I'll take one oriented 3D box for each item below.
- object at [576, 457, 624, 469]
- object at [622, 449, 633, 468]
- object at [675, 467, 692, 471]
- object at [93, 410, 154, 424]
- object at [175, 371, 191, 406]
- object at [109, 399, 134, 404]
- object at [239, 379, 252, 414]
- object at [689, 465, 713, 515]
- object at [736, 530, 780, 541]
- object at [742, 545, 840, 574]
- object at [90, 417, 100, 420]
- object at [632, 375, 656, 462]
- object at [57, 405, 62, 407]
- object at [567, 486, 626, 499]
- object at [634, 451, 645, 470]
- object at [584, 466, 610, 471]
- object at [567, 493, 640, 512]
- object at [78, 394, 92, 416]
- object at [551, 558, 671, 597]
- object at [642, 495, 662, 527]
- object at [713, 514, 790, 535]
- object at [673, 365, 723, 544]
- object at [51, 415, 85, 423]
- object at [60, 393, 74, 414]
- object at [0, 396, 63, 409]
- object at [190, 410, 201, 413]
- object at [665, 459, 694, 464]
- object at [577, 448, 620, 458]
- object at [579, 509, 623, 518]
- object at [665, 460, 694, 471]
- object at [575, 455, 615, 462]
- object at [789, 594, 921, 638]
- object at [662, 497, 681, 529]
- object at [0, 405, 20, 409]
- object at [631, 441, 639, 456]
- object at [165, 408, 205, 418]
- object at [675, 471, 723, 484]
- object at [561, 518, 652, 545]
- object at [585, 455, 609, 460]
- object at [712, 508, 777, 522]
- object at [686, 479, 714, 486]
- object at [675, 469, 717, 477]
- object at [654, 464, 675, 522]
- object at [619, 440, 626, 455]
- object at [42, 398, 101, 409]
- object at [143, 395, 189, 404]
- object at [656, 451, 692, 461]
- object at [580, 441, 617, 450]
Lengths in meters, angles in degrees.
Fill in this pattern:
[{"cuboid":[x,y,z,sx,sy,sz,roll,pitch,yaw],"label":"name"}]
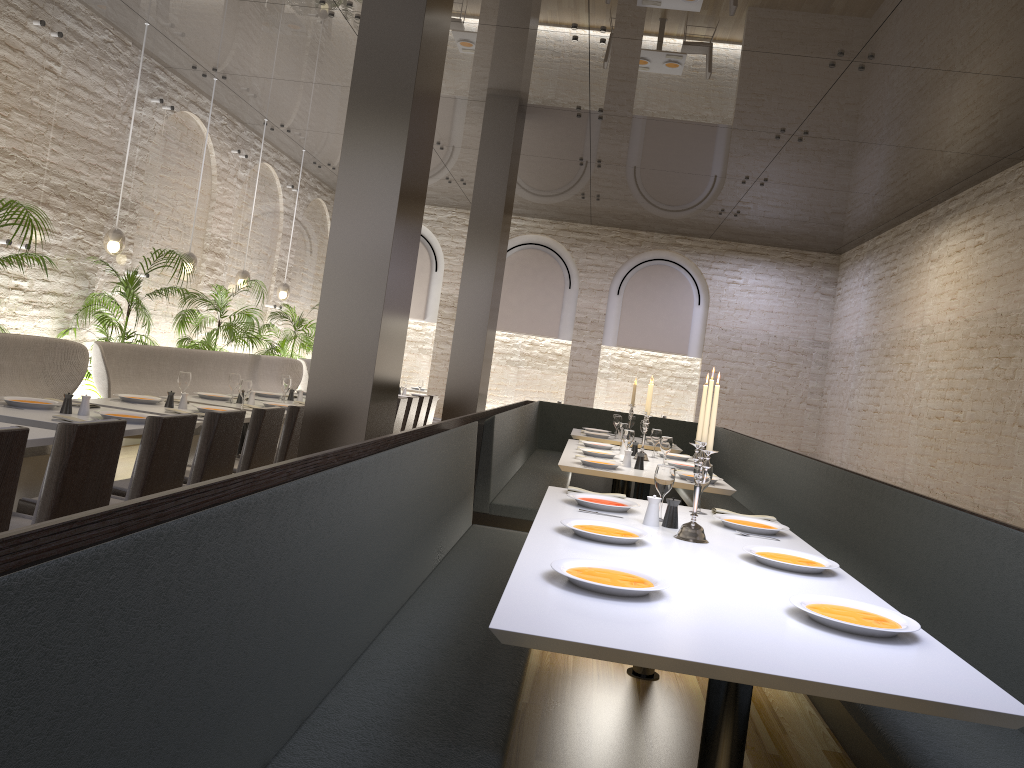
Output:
[{"cuboid":[0.569,0.520,5.763,0.321,0.036,0.321,8,1,3],"label":"object"},{"cuboid":[0.782,0.503,6.000,0.069,0.127,0.068,7,-1,28],"label":"object"},{"cuboid":[1.247,0.613,6.329,0.181,0.015,0.038,8,0,7],"label":"object"},{"cuboid":[-2.033,0.178,4.667,0.321,0.036,0.322,8,1,-17],"label":"object"},{"cuboid":[-2.223,0.034,5.986,0.086,0.231,0.087,9,-2,-43],"label":"object"},{"cuboid":[-2.483,0.113,5.665,0.185,0.010,0.017,8,0,6],"label":"object"},{"cuboid":[-1.830,0.087,6.053,0.086,0.231,0.087,9,-2,-43],"label":"object"},{"cuboid":[0.879,0.485,4.112,0.086,0.231,0.086,7,-1,17],"label":"object"},{"cuboid":[0.999,0.616,3.597,0.181,0.015,0.038,8,0,7],"label":"object"},{"cuboid":[0.953,0.609,3.044,0.321,0.036,0.322,8,1,-19],"label":"object"},{"cuboid":[-2.056,0.185,4.485,0.181,0.015,0.038,8,0,7],"label":"object"},{"cuboid":[1.026,0.253,6.751,0.132,0.657,0.389,7,-1,16],"label":"object"},{"cuboid":[-2.552,0.111,4.897,0.181,0.015,0.038,8,0,7],"label":"object"},{"cuboid":[0.400,0.518,4.196,0.273,0.033,0.142,8,1,5],"label":"object"},{"cuboid":[0.858,0.515,5.943,0.069,0.127,0.068,7,-1,37],"label":"object"},{"cuboid":[0.540,0.529,5.548,0.185,0.010,0.017,8,0,6],"label":"object"},{"cuboid":[0.396,0.522,3.863,0.322,0.036,0.321,8,1,25],"label":"object"},{"cuboid":[-2.250,0.108,4.670,0.059,0.109,0.059,8,-1,-3],"label":"object"},{"cuboid":[0.260,0.523,2.367,0.321,0.036,0.322,8,1,-19],"label":"object"},{"cuboid":[0.562,0.506,3.541,0.069,0.127,0.069,8,-1,-1],"label":"object"},{"cuboid":[1.022,0.608,3.800,0.322,0.036,0.321,8,1,25],"label":"object"},{"cuboid":[0.714,0.257,3.323,0.132,0.657,0.389,7,-1,16],"label":"object"},{"cuboid":[-2.068,0.185,4.310,0.273,0.033,0.142,8,1,5],"label":"object"},{"cuboid":[-2.323,0.099,4.631,0.059,0.109,0.059,8,-1,-3],"label":"object"},{"cuboid":[-2.563,0.104,4.721,0.321,0.036,0.322,8,1,-17],"label":"object"},{"cuboid":[-1.953,0.184,5.613,0.181,0.015,0.038,8,0,7],"label":"object"},{"cuboid":[1.326,0.616,6.862,0.273,0.033,0.142,8,1,5],"label":"object"},{"cuboid":[0.644,0.519,6.586,0.322,0.036,0.321,8,1,25],"label":"object"},{"cuboid":[0.366,0.531,3.635,0.185,0.010,0.017,8,0,6],"label":"object"},{"cuboid":[1.270,0.606,6.524,0.322,0.036,0.321,8,1,25],"label":"object"},{"cuboid":[0.573,0.523,6.108,0.273,0.033,0.142,8,1,5],"label":"object"},{"cuboid":[0.886,0.610,2.305,0.321,0.036,0.322,8,1,-19],"label":"object"},{"cuboid":[0.641,0.517,3.557,0.069,0.127,0.069,8,-1,-1],"label":"object"},{"cuboid":[-2.586,0.114,4.538,0.185,0.010,0.017,8,0,6],"label":"object"},{"cuboid":[0.979,0.516,7.069,0.069,0.127,0.069,8,-1,-1],"label":"object"},{"cuboid":[-1.966,0.184,5.437,0.273,0.033,0.142,8,1,5],"label":"object"},{"cuboid":[1.195,0.607,5.701,0.321,0.036,0.322,8,1,-19],"label":"object"},{"cuboid":[0.327,0.523,3.106,0.321,0.036,0.322,8,1,-19],"label":"object"},{"cuboid":[0.614,0.528,6.367,0.185,0.010,0.017,8,0,6],"label":"object"},{"cuboid":[1.079,0.612,4.130,0.273,0.033,0.142,8,1,5],"label":"object"},{"cuboid":[1.173,0.614,5.509,0.181,0.015,0.038,8,0,7],"label":"object"},{"cuboid":[1.252,0.617,6.043,0.273,0.033,0.142,8,1,5],"label":"object"},{"cuboid":[0.631,0.456,3.708,0.086,0.231,0.086,7,-1,17],"label":"object"},{"cuboid":[0.898,0.505,7.081,0.069,0.127,0.069,8,-1,-1],"label":"object"},{"cuboid":[-2.516,0.113,5.059,0.273,0.033,0.142,8,1,5],"label":"object"},{"cuboid":[-2.413,0.112,6.186,0.273,0.033,0.142,8,1,5],"label":"object"},{"cuboid":[1.347,0.605,7.370,0.322,0.036,0.321,8,1,1],"label":"object"},{"cuboid":[0.721,0.518,7.433,0.322,0.036,0.321,8,1,1],"label":"object"}]
